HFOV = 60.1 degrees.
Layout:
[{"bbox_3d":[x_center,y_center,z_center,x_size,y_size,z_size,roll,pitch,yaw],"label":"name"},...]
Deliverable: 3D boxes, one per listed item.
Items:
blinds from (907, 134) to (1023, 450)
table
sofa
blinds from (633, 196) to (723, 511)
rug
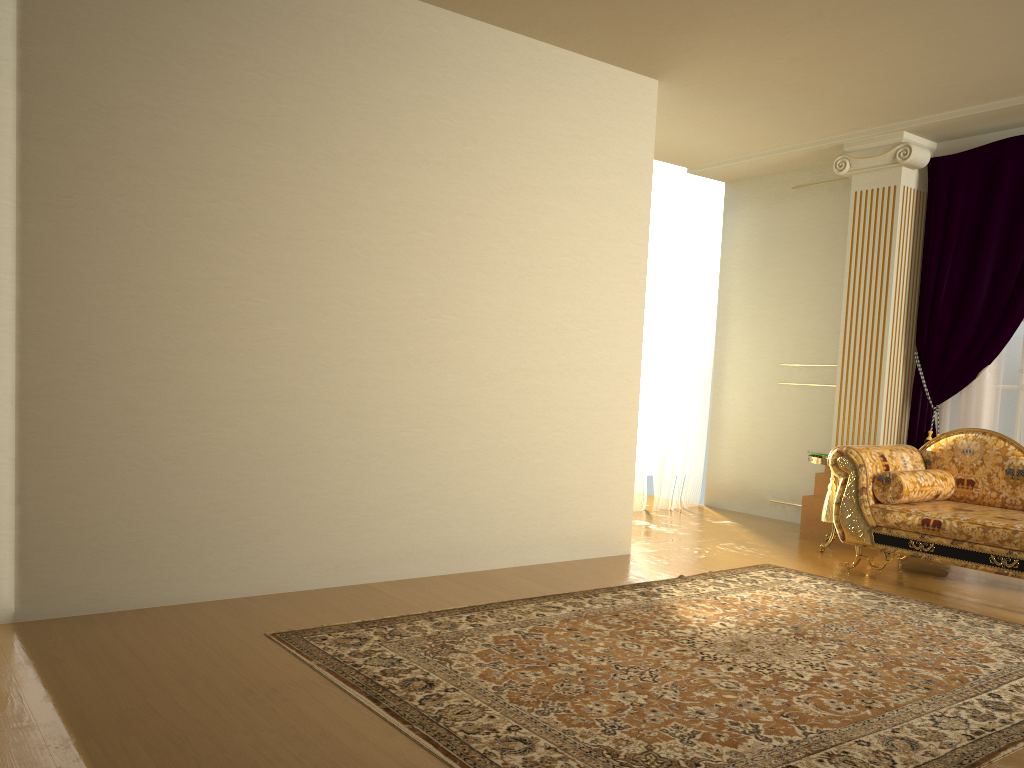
[{"bbox_3d":[3.390,-0.168,5.149,0.339,2.665,2.226,0,4,-36],"label":"blinds"},{"bbox_3d":[2.214,0.777,5.806,0.571,0.646,0.569,3,3,9],"label":"table"},{"bbox_3d":[2.612,0.689,4.591,0.693,0.874,1.886,1,2,-36],"label":"sofa"},{"bbox_3d":[0.862,-0.230,6.854,2.166,2.517,0.163,1,5,-34],"label":"blinds"},{"bbox_3d":[0.909,1.044,3.471,3.080,0.017,2.109,2,1,-36],"label":"rug"}]
